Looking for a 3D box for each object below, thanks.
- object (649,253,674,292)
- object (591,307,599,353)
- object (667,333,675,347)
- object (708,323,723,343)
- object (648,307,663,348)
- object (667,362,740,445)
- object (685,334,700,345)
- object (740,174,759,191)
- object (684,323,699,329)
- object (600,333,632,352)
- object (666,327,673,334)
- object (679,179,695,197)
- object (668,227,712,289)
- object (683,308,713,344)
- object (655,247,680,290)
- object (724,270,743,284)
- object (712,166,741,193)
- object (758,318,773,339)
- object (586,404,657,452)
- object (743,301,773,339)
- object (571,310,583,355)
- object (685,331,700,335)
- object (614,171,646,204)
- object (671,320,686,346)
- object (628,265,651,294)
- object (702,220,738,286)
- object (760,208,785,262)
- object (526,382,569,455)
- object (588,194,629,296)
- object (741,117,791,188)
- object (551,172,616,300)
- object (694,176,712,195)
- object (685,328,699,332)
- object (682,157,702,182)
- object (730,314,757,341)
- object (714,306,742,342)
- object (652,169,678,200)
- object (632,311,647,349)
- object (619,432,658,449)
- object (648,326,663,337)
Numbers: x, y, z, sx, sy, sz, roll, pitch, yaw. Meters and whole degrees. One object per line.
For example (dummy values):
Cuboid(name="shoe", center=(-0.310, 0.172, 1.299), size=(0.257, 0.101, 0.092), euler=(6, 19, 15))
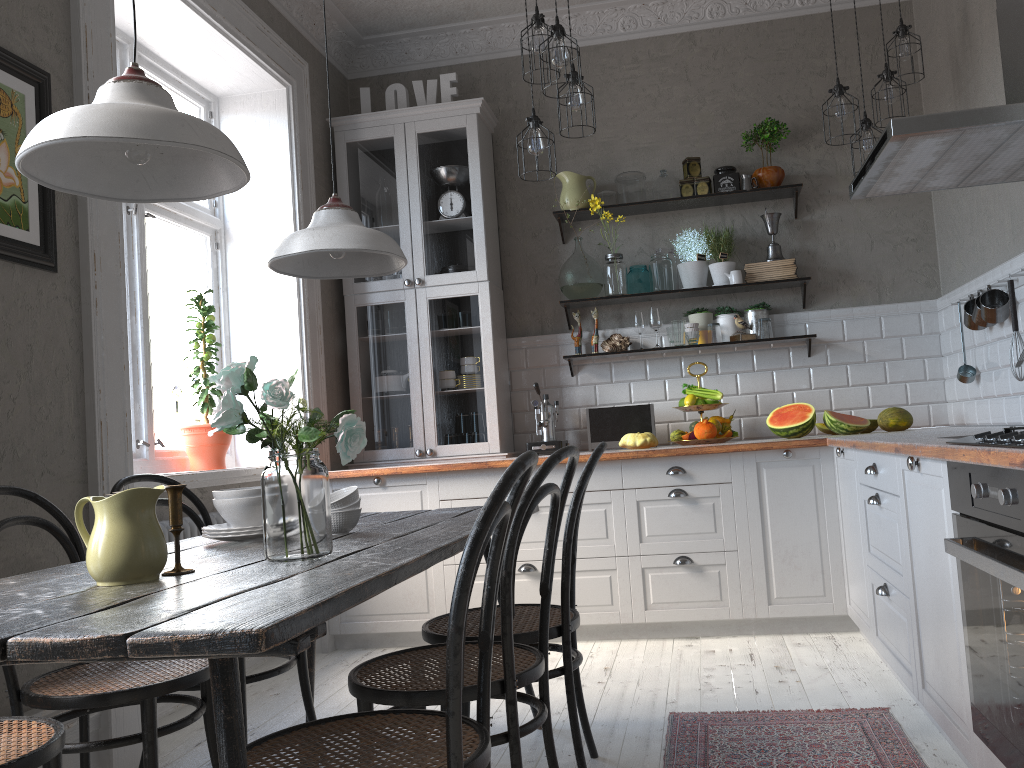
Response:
Cuboid(name="object", center=(0.796, -0.589, 4.730), size=(0.122, 0.206, 0.127), euler=(-6, -4, 33))
Cuboid(name="object", center=(0.457, -0.287, 4.829), size=(0.063, 0.264, 0.052), euler=(0, -5, -43))
Cuboid(name="object", center=(0.877, -0.232, 4.786), size=(0.076, 0.083, 0.079), euler=(-6, -4, 28))
Cuboid(name="object", center=(1.072, -0.265, 4.690), size=(0.077, 0.108, 0.078), euler=(-4, -4, 4))
Cuboid(name="object", center=(0.764, -0.297, 4.698), size=(0.082, 0.217, 0.081), euler=(-4, -4, -4))
Cuboid(name="object", center=(0.963, 0.097, 4.529), size=(0.353, 0.425, 0.350), euler=(-4, -4, -5))
Cuboid(name="object", center=(0.950, -0.230, 4.653), size=(0.077, 0.051, 0.077), euler=(-4, -4, 3))
Cuboid(name="object", center=(1.247, -1.056, 4.660), size=(0.092, 0.096, 0.075), euler=(-5, -4, 11))
Cuboid(name="object", center=(0.946, -0.290, 4.657), size=(0.077, 0.051, 0.077), euler=(-4, -4, -4))
Cuboid(name="object", center=(0.558, -0.222, 4.784), size=(0.178, 0.111, 0.095), euler=(-3, -4, -13))
Cuboid(name="object", center=(0.875, -0.265, 4.788), size=(0.076, 0.083, 0.079), euler=(-6, -4, 28))
Cuboid(name="object", center=(0.943, -1.036, 4.764), size=(0.082, 0.113, 0.083), euler=(-5, -4, 10))
Cuboid(name="object", center=(0.992, -0.674, 4.794), size=(0.240, 0.354, 0.238), euler=(-6, -4, 28))
Cuboid(name="object", center=(1.006, -0.310, 4.777), size=(0.158, 0.217, 0.155), euler=(-3, -4, -10))
Cuboid(name="object", center=(0.848, -0.611, 4.877), size=(0.130, 0.264, 0.133), euler=(-5, -4, 16))
Cuboid(name="object", center=(1.173, -0.555, 4.639), size=(0.104, 0.071, 0.064), euler=(-7, -5, 40))
Cuboid(name="object", center=(1.156, -1.081, 4.778), size=(0.141, 0.174, 0.143), euler=(-5, -4, 10))
Cuboid(name="object", center=(1.321, -0.287, 4.623), size=(0.077, 0.108, 0.078), euler=(-4, -4, 4))
Cuboid(name="object", center=(0.571, 0.229, 4.624), size=(0.349, 0.226, 0.089), euler=(-5, -4, 9))
Cuboid(name="object", center=(1.323, -0.329, 4.742), size=(0.158, 0.213, 0.154), euler=(-4, -4, 8))
Cuboid(name="object", center=(0.357, -0.278, 4.861), size=(0.054, 0.264, 0.060), euler=(-3, -4, -18))
Cuboid(name="object", center=(0.949, -0.247, 4.654), size=(0.077, 0.051, 0.077), euler=(-4, -4, 3))
Cuboid(name="object", center=(0.649, -1.047, 4.821), size=(0.176, 0.184, 0.168), euler=(-1, -5, -40))
Cuboid(name="object", center=(0.890, -0.266, 4.709), size=(0.080, 0.139, 0.078), euler=(-3, -4, -17))
Cuboid(name="object", center=(0.695, -0.558, 4.837), size=(0.125, 0.172, 0.127), euler=(-5, -4, 14))
Cuboid(name="object", center=(1.111, -0.699, 4.722), size=(0.187, 0.380, 0.166), euler=(-2, -4, -29))
Cuboid(name="object", center=(1.386, -0.783, 4.705), size=(0.131, 0.287, 0.130), euler=(-4, -4, -5))
Cuboid(name="object", center=(0.168, 0.185, 4.605), size=(0.204, 0.370, 0.356), euler=(-5, -4, 11))
Cuboid(name="object", center=(0.515, -0.738, 4.730), size=(0.191, 0.540, 0.281), euler=(-4, -4, 3))
Cuboid(name="object", center=(1.367, -1.213, 4.701), size=(0.256, 0.397, 0.246), euler=(-7, -4, 35))
Cuboid(name="object", center=(0.349, -0.790, 4.806), size=(0.339, 0.674, 0.333), euler=(-3, -4, -21))
Cuboid(name="object", center=(1.028, -1.043, 4.746), size=(0.081, 0.113, 0.084), euler=(-5, -4, 20))
Cuboid(name="object", center=(0.948, -0.265, 4.655), size=(0.076, 0.051, 0.078), euler=(-6, -4, 29))
Cuboid(name="object", center=(0.966, -1.151, 4.753), size=(0.083, 0.113, 0.082), euler=(-3, -4, -10))
Cuboid(name="object", center=(1.217, -0.294, 4.659), size=(0.120, 0.147, 0.099), euler=(-2, -4, -22))
Cuboid(name="object", center=(1.160, -0.318, 4.760), size=(0.170, 0.214, 0.150), euler=(-7, -5, 40))
Cuboid(name="object", center=(0.843, -1.073, 4.886), size=(0.142, 0.220, 0.137), euler=(-2, -4, -30))
Cuboid(name="object", center=(0.696, -0.285, 4.805), size=(0.082, 0.217, 0.081), euler=(-4, -4, -4))
Cuboid(name="object", center=(0.629, 0.282, 4.405), size=(0.195, 0.083, 0.190), euler=(-5, -4, 11))
Cuboid(name="object", center=(0.779, -0.292, 4.787), size=(0.082, 0.217, 0.081), euler=(-4, -4, -4))
